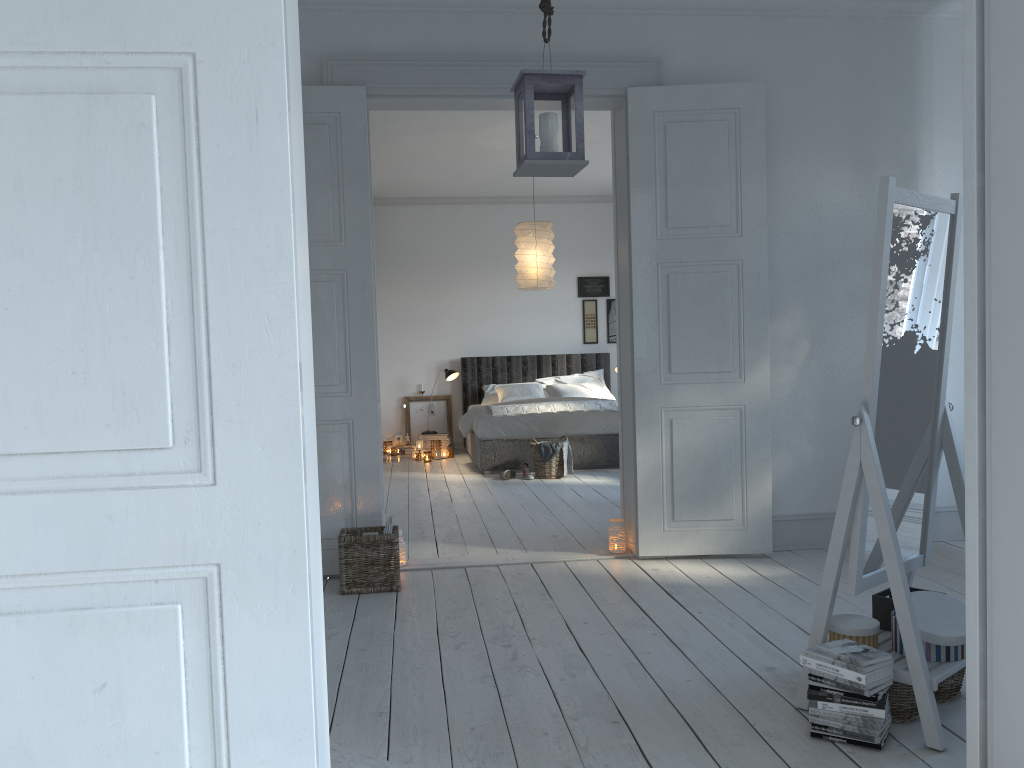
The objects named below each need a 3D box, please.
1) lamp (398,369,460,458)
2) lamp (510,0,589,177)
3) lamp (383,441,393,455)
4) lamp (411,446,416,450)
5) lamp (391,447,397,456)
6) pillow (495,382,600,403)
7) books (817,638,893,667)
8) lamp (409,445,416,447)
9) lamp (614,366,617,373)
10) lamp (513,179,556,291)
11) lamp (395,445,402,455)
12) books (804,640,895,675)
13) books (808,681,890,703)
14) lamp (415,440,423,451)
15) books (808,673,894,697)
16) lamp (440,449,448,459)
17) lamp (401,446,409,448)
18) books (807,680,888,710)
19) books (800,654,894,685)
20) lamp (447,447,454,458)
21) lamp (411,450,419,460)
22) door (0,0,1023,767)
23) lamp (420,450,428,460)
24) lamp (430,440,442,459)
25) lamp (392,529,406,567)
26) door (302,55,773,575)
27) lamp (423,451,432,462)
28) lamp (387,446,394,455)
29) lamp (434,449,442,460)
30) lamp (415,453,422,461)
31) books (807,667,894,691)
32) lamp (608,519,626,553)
[{"bbox_3d":[-0.928,0.306,9.593,0.825,0.937,0.450,-1,3,11],"label":"lamp"},{"bbox_3d":[0.108,-1.642,3.119,0.228,1.763,0.228,-2,3,-10],"label":"lamp"},{"bbox_3d":[-1.377,0.709,9.857,0.107,0.141,0.107,-4,3,-34],"label":"lamp"},{"bbox_3d":[-1.053,0.727,9.641,0.080,0.099,0.080,-4,3,-35],"label":"lamp"},{"bbox_3d":[-1.293,0.738,9.660,0.063,0.091,0.072,-1,3,26],"label":"lamp"},{"bbox_3d":[0.386,0.102,9.384,1.146,0.226,0.415,-2,2,-14],"label":"pillow"},{"bbox_3d":[0.917,0.720,2.379,0.111,0.014,0.156,-3,2,-27],"label":"books"},{"bbox_3d":[-1.097,0.724,9.765,0.080,0.099,0.080,0,3,40],"label":"lamp"},{"bbox_3d":[1.441,0.222,9.868,0.800,0.937,0.450,-3,3,-24],"label":"lamp"},{"bbox_3d":[0.175,-1.392,7.210,0.338,1.232,0.340,0,3,25],"label":"lamp"},{"bbox_3d":[-1.248,0.729,9.755,0.080,0.099,0.080,-4,3,-35],"label":"lamp"},{"bbox_3d":[0.908,0.736,2.391,0.132,0.017,0.187,-3,2,-34],"label":"books"},{"bbox_3d":[0.909,0.812,2.388,0.178,0.016,0.128,0,2,36],"label":"books"},{"bbox_3d":[-0.962,0.639,9.211,0.080,0.099,0.080,0,3,37],"label":"lamp"},{"bbox_3d":[0.912,0.795,2.389,0.128,0.016,0.176,-3,2,-40],"label":"books"},{"bbox_3d":[-0.708,0.728,9.256,0.080,0.099,0.080,0,3,28],"label":"lamp"},{"bbox_3d":[-1.170,0.728,9.714,0.080,0.099,0.080,-4,3,-35],"label":"lamp"},{"bbox_3d":[0.908,0.833,2.398,0.193,0.022,0.128,-1,2,26],"label":"books"},{"bbox_3d":[0.902,0.757,2.395,0.128,0.026,0.200,-3,2,-35],"label":"books"},{"bbox_3d":[-0.649,0.720,9.330,0.080,0.107,0.080,-4,3,-34],"label":"lamp"},{"bbox_3d":[-1.005,0.739,9.211,0.080,0.099,0.080,0,3,28],"label":"lamp"},{"bbox_3d":[0.295,-0.256,1.523,2.598,2.507,0.577,-2,3,-7],"label":"door"},{"bbox_3d":[-0.915,0.736,9.216,0.080,0.099,0.080,0,3,28],"label":"lamp"},{"bbox_3d":[-0.796,0.685,9.301,0.117,0.188,0.121,0,3,36],"label":"lamp"},{"bbox_3d":[-0.585,0.830,4.485,0.093,0.180,0.093,-3,3,-24],"label":"lamp"},{"bbox_3d":[-0.052,-0.342,4.515,2.598,2.507,0.577,-2,3,-7],"label":"door"},{"bbox_3d":[-0.859,0.738,8.989,0.081,0.106,0.081,-3,3,-30],"label":"lamp"},{"bbox_3d":[-1.338,0.732,9.766,0.080,0.099,0.080,-4,3,-35],"label":"lamp"},{"bbox_3d":[-0.769,0.732,9.193,0.080,0.099,0.080,0,3,28],"label":"lamp"},{"bbox_3d":[-0.964,0.751,9.114,0.067,0.079,0.070,0,3,35],"label":"lamp"},{"bbox_3d":[0.911,0.779,2.391,0.128,0.016,0.180,-3,2,-36],"label":"books"},{"bbox_3d":[0.549,0.793,4.626,0.089,0.166,0.089,-2,3,-14],"label":"lamp"}]
